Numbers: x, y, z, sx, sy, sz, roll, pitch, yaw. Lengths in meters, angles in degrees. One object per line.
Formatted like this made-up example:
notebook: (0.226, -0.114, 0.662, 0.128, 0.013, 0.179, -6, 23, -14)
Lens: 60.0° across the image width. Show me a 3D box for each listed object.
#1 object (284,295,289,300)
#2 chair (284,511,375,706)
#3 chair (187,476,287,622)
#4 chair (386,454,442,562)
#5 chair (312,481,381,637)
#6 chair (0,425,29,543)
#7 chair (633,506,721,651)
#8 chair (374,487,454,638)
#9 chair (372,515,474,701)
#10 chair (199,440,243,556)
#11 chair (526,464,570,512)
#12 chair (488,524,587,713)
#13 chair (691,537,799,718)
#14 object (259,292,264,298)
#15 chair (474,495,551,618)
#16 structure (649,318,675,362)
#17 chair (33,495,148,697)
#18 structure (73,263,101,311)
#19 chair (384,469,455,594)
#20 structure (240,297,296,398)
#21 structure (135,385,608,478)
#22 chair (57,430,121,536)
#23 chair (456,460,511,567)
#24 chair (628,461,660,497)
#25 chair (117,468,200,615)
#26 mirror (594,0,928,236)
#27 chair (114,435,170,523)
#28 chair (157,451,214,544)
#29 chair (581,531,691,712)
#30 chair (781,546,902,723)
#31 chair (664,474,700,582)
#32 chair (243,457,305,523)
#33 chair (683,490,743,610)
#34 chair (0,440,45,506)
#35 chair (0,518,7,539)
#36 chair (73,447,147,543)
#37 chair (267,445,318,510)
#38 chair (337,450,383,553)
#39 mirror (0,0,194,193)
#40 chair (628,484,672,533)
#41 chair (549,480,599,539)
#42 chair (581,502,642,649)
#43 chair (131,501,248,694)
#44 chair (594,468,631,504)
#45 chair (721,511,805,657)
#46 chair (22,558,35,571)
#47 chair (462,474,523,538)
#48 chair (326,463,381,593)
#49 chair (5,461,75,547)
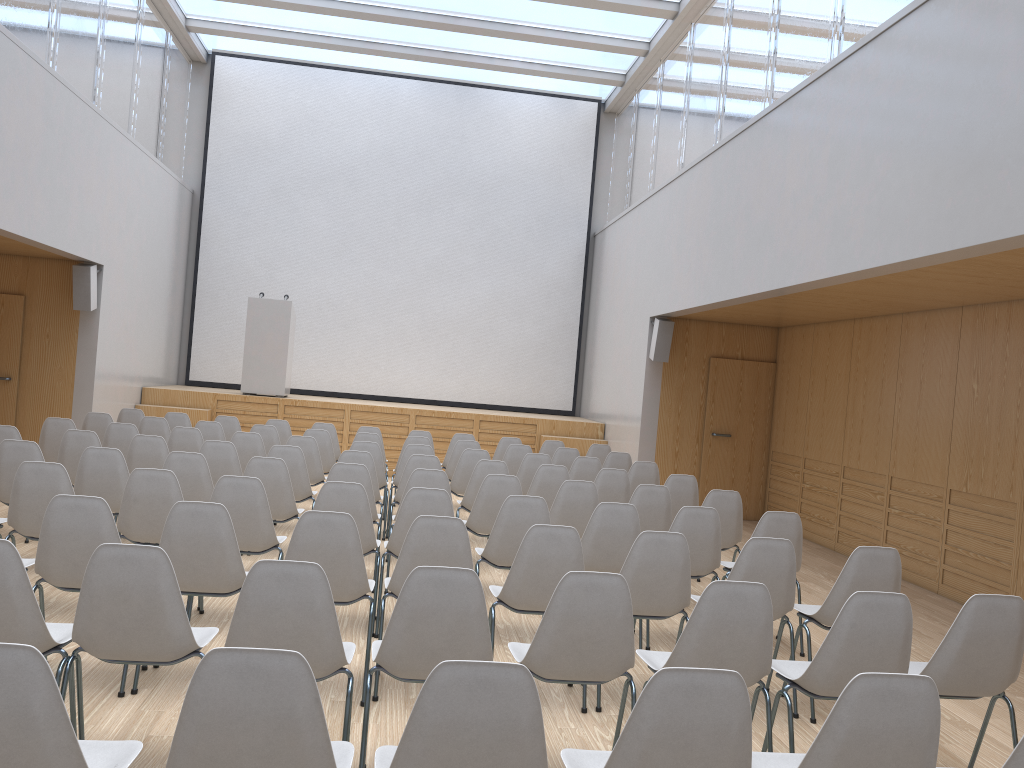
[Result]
object: (-3.250, -1.141, 12.754, 0.166, 0.305, 0.252, 5, 0, -35)
chair: (-0.884, 0.998, 4.188, 0.479, 0.876, 0.505, 5, 0, -7)
chair: (-1.555, 0.938, 5.113, 0.479, 0.876, 0.505, 5, 0, -7)
chair: (-0.760, 0.997, 7.295, 0.479, 0.876, 0.505, 5, 0, -7)
chair: (-1.012, 0.983, 5.239, 0.479, 0.876, 0.505, 5, 0, -7)
chair: (-3.862, 0.738, 6.842, 0.479, 0.876, 0.505, 5, 0, -7)
chair: (1.038, 1.155, 5.475, 0.479, 0.876, 0.505, 5, 0, -7)
chair: (-0.538, 1.023, 5.280, 0.479, 0.876, 0.505, 5, 0, -7)
chair: (-0.397, 1.039, 4.318, 0.479, 0.876, 0.505, 5, 0, -7)
chair: (-2.309, 0.867, 7.034, 0.479, 0.876, 0.505, 5, 0, -7)
chair: (0.268, 1.083, 7.375, 0.479, 0.876, 0.505, 5, 0, -7)
chair: (0.128, 1.083, 4.335, 0.479, 0.876, 0.505, 5, 0, -7)
chair: (1.174, 1.170, 4.503, 0.479, 0.876, 0.505, 5, 0, -7)
object: (-3.594, -1.170, 12.712, 0.166, 0.305, 0.252, 5, 0, -35)
chair: (0.016, 1.070, 5.307, 0.479, 0.876, 0.505, 5, 0, -7)
structure: (1.845, -0.544, 10.972, 0.196, 0.542, 0.368, 5, 0, -7)
chair: (-1.924, 0.911, 4.059, 0.479, 0.876, 0.505, 5, 0, -7)
structure: (-4.874, -1.105, 10.139, 0.196, 0.542, 0.368, 5, 0, -7)
chair: (-0.624, 1.012, 6.276, 0.479, 0.876, 0.505, 5, 0, -7)
structure: (-3.500, -0.517, 12.800, 0.605, 1.379, 0.605, 5, 0, -7)
structure: (-1.977, 0.816, 13.231, 6.552, 1.027, 2.728, 5, 0, -7)
chair: (-3.330, 0.782, 6.967, 0.479, 0.876, 0.505, 5, 0, -7)
chair: (-0.222, 1.042, 7.334, 0.479, 0.876, 0.505, 5, 0, -7)
chair: (1.179, 1.155, 8.515, 0.479, 0.876, 0.505, 5, 0, -7)
chair: (-2.035, 0.898, 5.122, 0.479, 0.876, 0.505, 5, 0, -7)
mirror: (2.677, -3.398, 6.121, 0.253, 2.090, 17.826, 5, 0, -7)
chair: (-2.833, 0.823, 7.010, 0.479, 0.876, 0.505, 5, 0, -7)
chair: (-2.205, 0.880, 6.080, 0.479, 0.876, 0.505, 5, 0, -7)
chair: (0.643, 1.126, 4.418, 0.479, 0.876, 0.505, 5, 0, -7)
chair: (1.688, 1.213, 4.507, 0.479, 0.876, 0.505, 5, 0, -7)
chair: (1.327, 1.171, 7.485, 0.479, 0.876, 0.505, 5, 0, -7)
chair: (-1.698, 0.922, 6.172, 0.479, 0.876, 0.505, 5, 0, -7)
chair: (1.443, 1.185, 6.533, 0.479, 0.876, 0.505, 5, 0, -7)
chair: (-3.233, 0.794, 5.953, 0.479, 0.876, 0.505, 5, 0, -7)
chair: (-3.117, 0.808, 4.978, 0.479, 0.876, 0.505, 5, 0, -7)
chair: (-2.689, 0.840, 5.938, 0.479, 0.876, 0.505, 5, 0, -7)
chair: (-1.811, 0.909, 7.117, 0.479, 0.876, 0.505, 5, 0, -7)
chair: (-1.275, 0.954, 7.162, 0.479, 0.876, 0.505, 5, 0, -7)
mirror: (-4.040, -3.960, 5.289, 0.253, 2.090, 17.826, 5, 0, -7)
chair: (0.927, 1.141, 6.487, 0.479, 0.876, 0.505, 5, 0, -7)
chair: (0.400, 1.098, 6.363, 0.479, 0.876, 0.505, 5, 0, -7)
chair: (0.537, 1.113, 5.330, 0.479, 0.876, 0.505, 5, 0, -7)
chair: (-1.441, 0.952, 4.160, 0.479, 0.876, 0.505, 5, 0, -7)
chair: (0.767, 1.124, 7.485, 0.479, 0.876, 0.505, 5, 0, -7)
chair: (1.555, 1.198, 5.567, 0.479, 0.876, 0.505, 5, 0, -7)
chair: (-2.468, 0.866, 4.051, 0.479, 0.876, 0.505, 5, 0, -7)
chair: (-0.131, 1.053, 6.318, 0.479, 0.876, 0.505, 5, 0, -7)
chair: (-1.156, 0.967, 6.229, 0.479, 0.876, 0.505, 5, 0, -7)
chair: (-2.594, 0.851, 5.025, 0.479, 0.876, 0.505, 5, 0, -7)
